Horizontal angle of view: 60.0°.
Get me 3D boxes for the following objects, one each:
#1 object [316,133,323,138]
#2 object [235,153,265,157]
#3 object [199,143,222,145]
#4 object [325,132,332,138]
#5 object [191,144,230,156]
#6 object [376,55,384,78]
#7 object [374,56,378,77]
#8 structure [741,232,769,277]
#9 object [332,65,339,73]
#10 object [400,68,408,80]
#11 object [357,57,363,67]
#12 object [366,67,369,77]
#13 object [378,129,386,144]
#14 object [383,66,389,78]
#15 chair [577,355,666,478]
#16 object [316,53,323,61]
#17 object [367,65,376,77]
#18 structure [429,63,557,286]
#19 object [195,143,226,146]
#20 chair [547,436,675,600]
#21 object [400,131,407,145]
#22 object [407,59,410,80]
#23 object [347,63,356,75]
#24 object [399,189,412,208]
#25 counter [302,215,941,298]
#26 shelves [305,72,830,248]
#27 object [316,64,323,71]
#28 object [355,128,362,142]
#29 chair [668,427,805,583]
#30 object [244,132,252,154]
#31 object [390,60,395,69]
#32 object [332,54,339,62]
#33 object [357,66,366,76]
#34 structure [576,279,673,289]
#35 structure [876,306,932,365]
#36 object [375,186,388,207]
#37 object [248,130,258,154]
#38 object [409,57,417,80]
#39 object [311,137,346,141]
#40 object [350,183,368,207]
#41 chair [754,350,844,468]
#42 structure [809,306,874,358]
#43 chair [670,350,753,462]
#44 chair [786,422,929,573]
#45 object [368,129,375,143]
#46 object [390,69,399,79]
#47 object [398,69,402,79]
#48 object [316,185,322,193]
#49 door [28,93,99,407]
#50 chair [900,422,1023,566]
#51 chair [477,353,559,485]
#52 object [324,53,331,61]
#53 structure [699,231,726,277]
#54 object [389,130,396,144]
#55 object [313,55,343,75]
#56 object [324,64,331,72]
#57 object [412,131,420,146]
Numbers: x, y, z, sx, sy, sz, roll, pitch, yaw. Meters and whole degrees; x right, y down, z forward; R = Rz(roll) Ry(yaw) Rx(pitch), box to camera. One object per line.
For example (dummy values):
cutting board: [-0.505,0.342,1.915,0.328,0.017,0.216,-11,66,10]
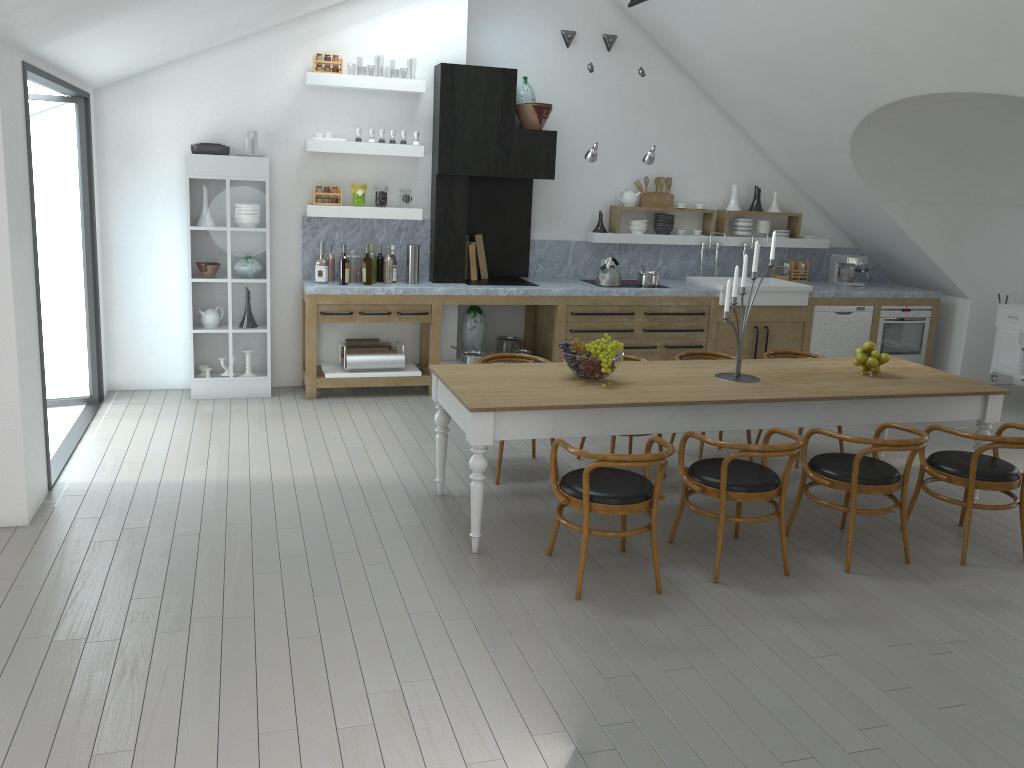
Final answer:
object: [-1.624,-2.086,7.479,0.058,0.060,0.057,-1,13,-17]
object: [-2.144,-1.872,7.272,0.150,0.024,0.296,4,13,7]
object: [-2.439,-1.886,7.173,0.170,0.119,0.171,-1,13,-17]
object: [-1.552,-2.093,7.498,0.054,0.070,0.054,-1,13,-18]
object: [-2.439,-1.868,7.177,0.299,0.119,0.300,-1,13,-17]
object: [-1.107,-2.664,7.447,0.063,0.186,0.063,13,15,40]
object: [-1.143,-2.674,7.499,0.054,0.178,0.054,-7,15,-40]
structure: [2.561,-1.295,9.166,0.214,0.527,0.334,-6,15,-36]
object: [-1.476,-2.631,7.419,0.058,0.075,0.059,4,12,6]
object: [-0.916,-2.630,7.530,0.071,0.098,0.071,11,15,36]
object: [-1.289,-2.677,7.506,0.048,0.168,0.048,1,12,-9]
object: [-1.217,-2.642,7.532,0.094,0.093,0.094,6,13,15]
object: [-1.116,-2.123,7.606,0.068,0.123,0.064,-2,13,-23]
object: [-1.085,-2.643,7.538,0.082,0.104,0.082,13,16,40]
chair: [0.744,0.208,6.066,0.527,0.730,0.625,-2,13,-20]
object: [-1.601,-2.712,7.363,0.058,0.075,0.059,4,12,6]
object: [-1.182,-2.624,7.449,0.071,0.098,0.071,11,15,36]
structure: [-0.226,-1.891,8.152,1.075,1.874,0.785,-1,12,-17]
object: [-2.439,-1.877,7.175,0.238,0.119,0.239,-1,13,-17]
chair: [0.475,0.603,4.299,0.527,0.730,0.625,0,12,-14]
object: [-0.938,-2.128,7.665,0.068,0.123,0.064,-2,13,-23]
object: [-0.877,-2.681,7.580,0.054,0.178,0.054,-7,15,-40]
object: [-1.350,-2.637,7.457,0.082,0.104,0.082,13,16,40]
object: [-0.934,-1.636,7.786,0.103,0.177,0.208,4,12,5]
counter: [1.318,-1.230,8.674,6.576,0.616,0.967,-1,13,-17]
shelves: [0.803,-2.051,8.577,5.552,1.354,0.482,-3,13,-22]
object: [-1.604,-2.628,7.380,0.058,0.075,0.059,4,12,6]
object: [-1.308,-2.121,7.563,0.068,0.123,0.064,-2,13,-23]
chair: [1.158,0.577,4.549,0.527,0.730,0.625,-1,13,-17]
object: [-2.147,-1.948,7.201,0.054,0.195,0.054,4,12,7]
object: [-1.023,-2.684,7.587,0.048,0.168,0.048,1,12,-9]
object: [-1.472,-2.715,7.402,0.058,0.075,0.059,4,12,6]
object: [-1.265,-2.622,7.455,0.077,0.085,0.077,6,13,15]
structure: [1.082,-0.951,8.588,0.737,0.041,0.651,-1,14,-17]
structure: [3.958,-0.560,9.434,0.632,0.633,0.634,-1,13,-17]
object: [-1.139,-1.633,7.721,0.120,0.182,0.121,2,12,-2]
object: [-2.131,-1.978,7.303,0.071,0.210,0.073,4,12,6]
object: [-0.842,-2.671,7.527,0.063,0.186,0.063,13,15,40]
object: [-1.554,-2.066,7.503,0.295,0.024,0.114,-1,13,-17]
object: [-1.329,-1.635,7.659,0.163,0.198,0.129,-2,13,-22]
chair: [2.118,0.163,6.535,0.527,0.730,0.625,-2,13,-20]
structure: [3.230,-0.451,9.237,0.724,0.818,0.602,-1,13,-17]
chair: [1.423,0.177,6.334,0.527,0.730,0.625,0,12,-14]
chair: [1.859,0.564,4.745,0.527,0.730,0.625,-2,13,-22]
object: [-1.202,-2.124,7.595,0.068,0.123,0.064,-2,13,-23]
object: [-0.999,-2.628,7.536,0.077,0.085,0.077,6,13,15]
object: [-0.951,-2.648,7.613,0.094,0.093,0.094,6,13,15]
object: [-1.649,-1.666,7.574,0.058,0.075,0.059,4,12,6]
door: [-3.717,-0.963,6.608,1.052,2.333,0.080,-5,14,-32]
chair: [2.570,0.563,4.891,0.527,0.730,0.625,0,12,-14]
chair: [0.033,0.211,5.912,0.527,0.730,0.625,-1,13,-17]
object: [-1.536,-2.714,7.382,0.058,0.075,0.059,4,12,6]
structure: [2.093,-1.284,9.024,0.214,0.527,0.334,-6,15,-36]
object: [-1.029,-2.128,7.646,0.068,0.123,0.064,-2,13,-23]
object: [-1.537,-2.653,7.394,0.237,0.145,0.121,-1,13,-17]
object: [-1.540,-2.630,7.399,0.058,0.075,0.059,4,12,6]
object: [-0.831,-2.131,7.698,0.068,0.123,0.064,-2,13,-23]
